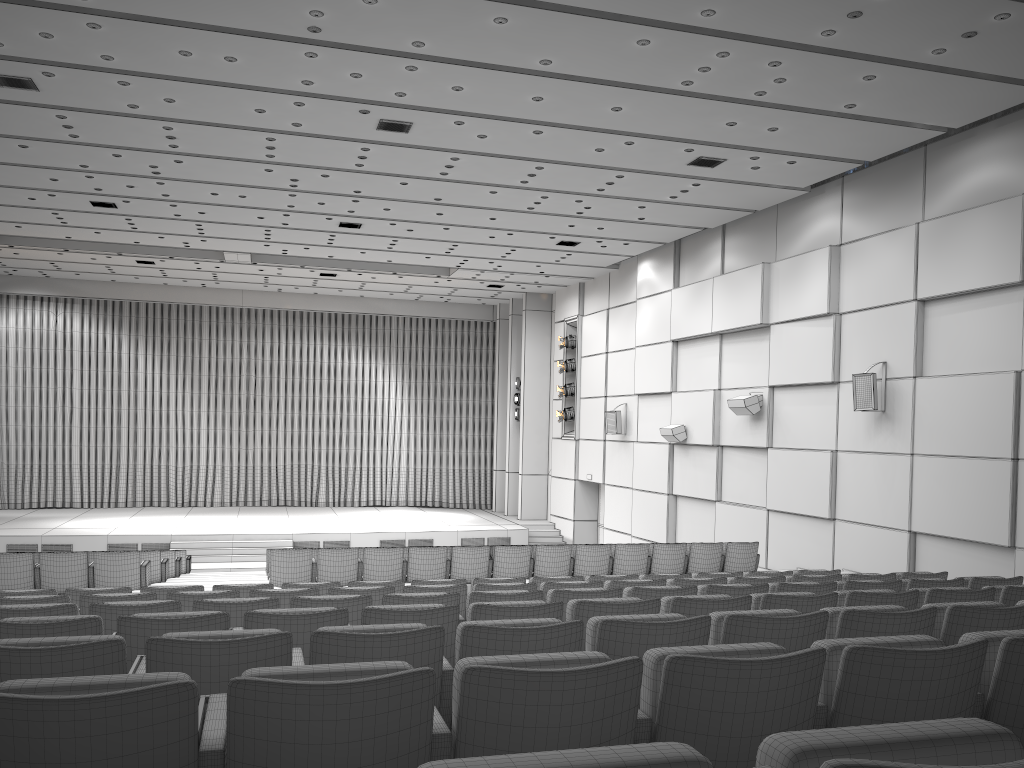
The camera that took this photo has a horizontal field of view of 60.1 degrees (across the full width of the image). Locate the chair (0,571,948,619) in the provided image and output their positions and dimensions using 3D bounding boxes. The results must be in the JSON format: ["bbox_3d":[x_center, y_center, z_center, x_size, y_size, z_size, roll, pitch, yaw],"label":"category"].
[{"bbox_3d":[-2.729,1.751,6.263,13.757,0.622,0.612,2,-1,-16],"label":"chair"}]

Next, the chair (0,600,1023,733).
[{"bbox_3d":[-1.847,1.159,3.072,13.207,0.622,0.612,2,-1,-16],"label":"chair"}]

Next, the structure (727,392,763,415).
[{"bbox_3d":[4.209,0.352,15.892,0.471,0.417,0.520,2,-1,-20],"label":"structure"}]

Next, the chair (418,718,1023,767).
[{"bbox_3d":[-1.242,0.764,0.949,13.207,0.622,0.612,2,-1,-16],"label":"chair"}]

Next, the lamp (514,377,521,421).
[{"bbox_3d":[0.274,0.455,26.265,0.437,1.479,0.385,1,1,-20],"label":"lamp"}]

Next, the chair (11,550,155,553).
[{"bbox_3d":[-9.501,3.488,16.877,6.053,0.622,0.612,2,-1,-16],"label":"chair"}]

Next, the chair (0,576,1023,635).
[{"bbox_3d":[-2.452,1.553,5.194,13.207,0.622,0.612,2,-1,-16],"label":"chair"}]

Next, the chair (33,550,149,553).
[{"bbox_3d":[-8.323,2.698,12.616,6.053,0.622,0.612,2,-1,-16],"label":"chair"}]

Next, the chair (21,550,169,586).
[{"bbox_3d":[-8.037,2.500,11.550,6.603,0.622,0.612,2,-1,-16],"label":"chair"}]

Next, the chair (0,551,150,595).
[{"bbox_3d":[-7.432,2.106,9.428,6.603,0.622,0.612,2,-1,-16],"label":"chair"}]

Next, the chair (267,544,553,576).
[{"bbox_3d":[-0.969,3.178,15.846,6.603,0.622,0.612,2,-1,-16],"label":"chair"}]

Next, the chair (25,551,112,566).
[{"bbox_3d":[-7.718,2.304,10.494,6.053,0.622,0.612,2,-1,-16],"label":"chair"}]

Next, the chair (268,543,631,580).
[{"bbox_3d":[-0.364,2.784,13.723,6.603,0.622,0.612,2,-1,-16],"label":"chair"}]

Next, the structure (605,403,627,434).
[{"bbox_3d":[2.462,0.824,20.908,0.408,0.745,0.411,1,0,32],"label":"structure"}]

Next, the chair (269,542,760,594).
[{"bbox_3d":[0.241,2.390,11.601,6.604,0.622,0.612,2,-1,-16],"label":"chair"}]

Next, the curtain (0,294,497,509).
[{"bbox_3d":[-8.331,0.597,27.388,16.139,6.523,1.428,2,1,-16],"label":"curtain"}]

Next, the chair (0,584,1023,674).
[{"bbox_3d":[-2.123,1.357,4.140,13.757,0.622,0.612,2,-1,-16],"label":"chair"}]

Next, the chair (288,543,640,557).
[{"bbox_3d":[-0.650,2.982,14.789,6.053,0.622,0.612,2,-1,-16],"label":"chair"}]

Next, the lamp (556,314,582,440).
[{"bbox_3d":[1.600,-0.152,23.967,0.756,3.342,1.020,1,1,-20],"label":"lamp"}]

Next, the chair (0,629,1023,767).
[{"bbox_3d":[-1.518,0.962,2.018,13.757,0.622,0.612,2,-1,-16],"label":"chair"}]

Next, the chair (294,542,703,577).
[{"bbox_3d":[-0.045,2.587,12.667,6.053,0.622,0.612,2,-1,-16],"label":"chair"}]

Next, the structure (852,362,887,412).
[{"bbox_3d":[5.236,0.036,12.972,0.408,0.745,0.411,1,0,32],"label":"structure"}]

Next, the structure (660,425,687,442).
[{"bbox_3d":[3.382,0.992,18.301,0.471,0.417,0.520,2,-1,-19],"label":"structure"}]

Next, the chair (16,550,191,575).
[{"bbox_3d":[-9.247,3.289,15.795,6.603,0.622,0.612,2,-1,-16],"label":"chair"}]

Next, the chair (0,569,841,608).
[{"bbox_3d":[-3.057,1.947,7.317,13.207,0.622,0.612,2,-1,-16],"label":"chair"}]

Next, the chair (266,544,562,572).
[{"bbox_3d":[-1.575,3.572,17.969,6.603,0.622,0.612,2,-1,-16],"label":"chair"}]

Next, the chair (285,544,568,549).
[{"bbox_3d":[-1.255,3.376,16.912,6.053,0.622,0.612,2,-1,-16],"label":"chair"}]

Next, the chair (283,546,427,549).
[{"bbox_3d":[-1.829,3.772,19.050,6.053,0.622,0.612,2,-1,-16],"label":"chair"}]

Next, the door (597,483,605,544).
[{"bbox_3d":[2.516,3.642,22.992,0.085,2.179,1.697,1,0,-16],"label":"door"}]

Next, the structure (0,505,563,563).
[{"bbox_3d":[-7.514,4.152,24.454,17.828,0.846,8.318,2,-3,-16],"label":"structure"}]

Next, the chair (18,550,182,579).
[{"bbox_3d":[-8.642,2.894,13.673,6.603,0.622,0.612,2,-1,-16],"label":"chair"}]
